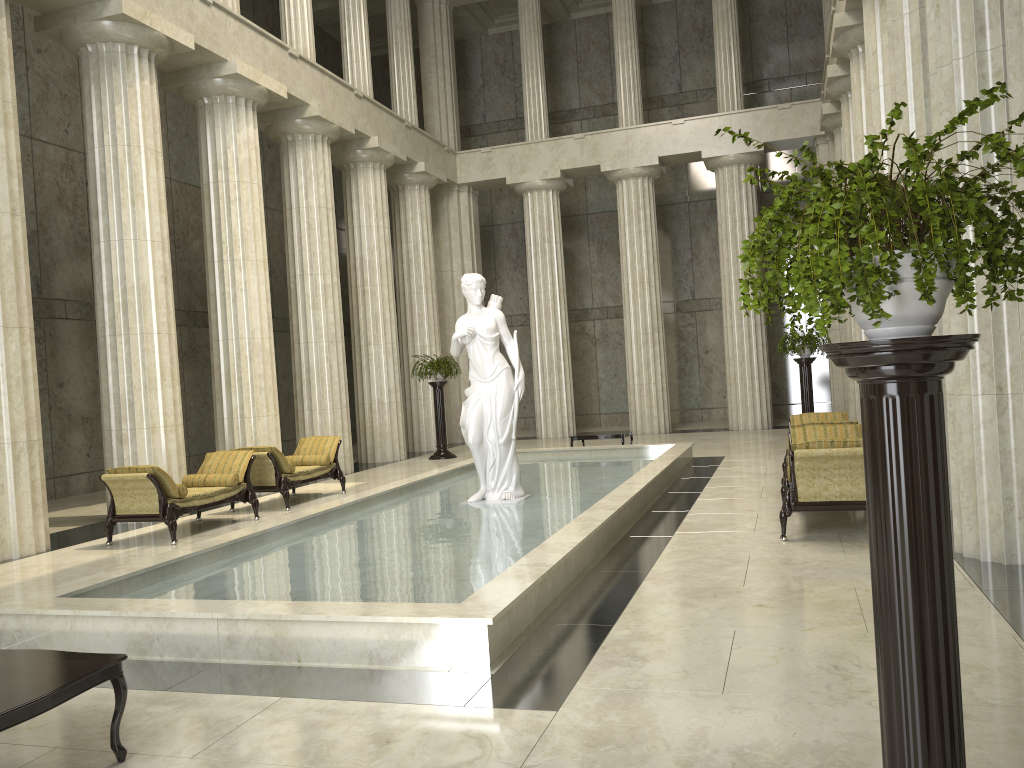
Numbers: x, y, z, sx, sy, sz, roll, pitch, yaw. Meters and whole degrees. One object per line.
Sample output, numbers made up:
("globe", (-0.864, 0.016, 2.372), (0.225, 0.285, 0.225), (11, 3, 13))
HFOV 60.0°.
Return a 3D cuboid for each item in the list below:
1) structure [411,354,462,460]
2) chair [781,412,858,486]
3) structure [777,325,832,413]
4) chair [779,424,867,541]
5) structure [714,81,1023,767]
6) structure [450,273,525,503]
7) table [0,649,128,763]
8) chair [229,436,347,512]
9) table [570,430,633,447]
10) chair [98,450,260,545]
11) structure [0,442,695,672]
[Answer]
("structure", (-1.629, 0.478, 19.927), (1.159, 2.386, 1.053), (-4, 0, 12))
("chair", (3.952, 0.889, 11.369), (0.993, 0.950, 2.172), (-4, 0, 17))
("structure", (5.835, 0.012, 17.586), (1.053, 2.386, 1.159), (-4, 0, 22))
("chair", (3.219, 0.950, 9.013), (0.993, 0.950, 2.172), (-4, 0, 17))
("structure", (1.212, 0.396, 2.658), (1.053, 2.386, 1.159), (-4, 0, -43))
("structure", (-0.292, 0.114, 11.120), (0.940, 3.044, 0.729), (-4, 0, 12))
("table", (-2.469, 1.574, 3.862), (1.134, 0.494, 1.123), (-4, 0, 16))
("chair", (-3.439, 1.351, 13.680), (0.993, 0.950, 2.172), (-4, 0, 17))
("table", (1.797, 1.220, 17.579), (1.134, 0.494, 1.123), (-4, 0, 16))
("chair", (-4.172, 1.412, 11.324), (0.993, 0.950, 2.172), (-4, 0, 17))
("structure", (-0.167, 1.562, 11.146), (3.754, 0.508, 11.573), (-4, 0, 17))
